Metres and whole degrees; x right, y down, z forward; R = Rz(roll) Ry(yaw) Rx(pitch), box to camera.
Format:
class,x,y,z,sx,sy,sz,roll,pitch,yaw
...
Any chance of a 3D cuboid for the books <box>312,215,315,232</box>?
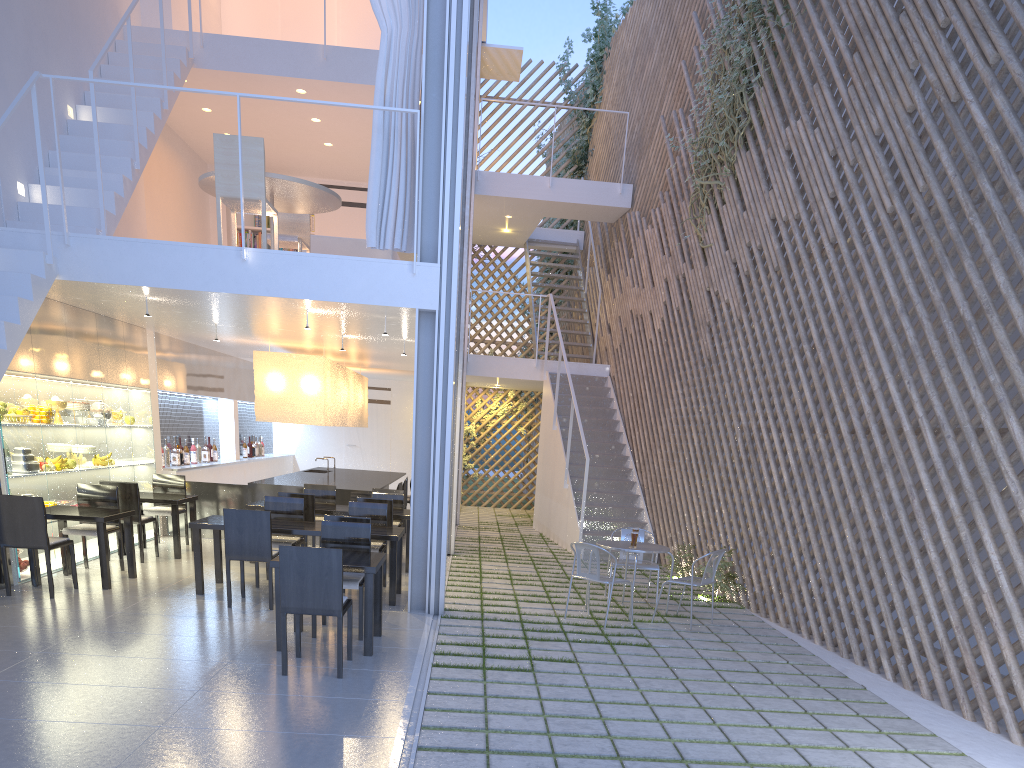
class,x,y,z,sx,sy,sz,roll,pitch,yaw
books,-1.903,-0.589,5.134,0.038,1.731,3.452,7,1,10

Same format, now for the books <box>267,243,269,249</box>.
class,x,y,z,sx,sy,sz,roll,pitch,yaw
books,-1.955,-1.114,6.588,0.006,0.138,0.066,3,13,-2

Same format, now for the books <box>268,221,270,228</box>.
class,x,y,z,sx,sy,sz,roll,pitch,yaw
books,-1.915,-1.278,6.550,0.040,0.108,0.058,3,12,-3

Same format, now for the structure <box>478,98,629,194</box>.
class,x,y,z,sx,sy,sz,roll,pitch,yaw
structure,0.317,-1.849,6.416,1.142,0.610,0.025,4,17,-3

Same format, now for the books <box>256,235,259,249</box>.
class,x,y,z,sx,sy,sz,roll,pitch,yaw
books,-2.022,-1.116,6.579,0.018,0.129,0.079,3,11,-2

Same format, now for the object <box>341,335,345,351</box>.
class,x,y,z,sx,sy,sz,roll,pitch,yaw
object,-0.927,-0.225,4.501,0.029,0.085,0.026,6,15,8

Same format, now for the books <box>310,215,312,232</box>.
class,x,y,z,sx,sy,sz,roll,pitch,yaw
books,-1.924,-0.580,5.136,0.036,1.760,3.453,7,1,10

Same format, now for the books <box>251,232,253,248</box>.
class,x,y,z,sx,sy,sz,roll,pitch,yaw
books,-2.063,-1.126,6.570,0.008,0.143,0.088,3,11,-2

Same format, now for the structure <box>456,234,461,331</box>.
class,x,y,z,sx,sy,sz,roll,pitch,yaw
structure,-0.296,-0.644,4.097,0.028,0.582,1.614,3,-1,-2

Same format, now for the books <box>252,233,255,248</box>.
class,x,y,z,sx,sy,sz,roll,pitch,yaw
books,-2.056,-1.122,6.571,0.007,0.137,0.088,3,11,-2

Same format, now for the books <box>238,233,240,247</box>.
class,x,y,z,sx,sy,sz,roll,pitch,yaw
books,-2.167,-1.127,6.568,0.006,0.129,0.083,3,11,-2

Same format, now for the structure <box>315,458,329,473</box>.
class,x,y,z,sx,sy,sz,roll,pitch,yaw
structure,-1.574,0.675,6.815,0.113,0.133,0.031,3,15,-3

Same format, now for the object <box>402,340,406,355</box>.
class,x,y,z,sx,sy,sz,roll,pitch,yaw
object,-0.592,-0.199,4.522,0.029,0.085,0.026,6,15,8

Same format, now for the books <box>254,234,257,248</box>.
class,x,y,z,sx,sy,sz,roll,pitch,yaw
books,-2.042,-1.121,6.583,0.021,0.140,0.064,3,13,-2

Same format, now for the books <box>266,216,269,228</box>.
class,x,y,z,sx,sy,sz,roll,pitch,yaw
books,-2.109,-0.591,5.128,0.030,1.760,3.384,5,1,4

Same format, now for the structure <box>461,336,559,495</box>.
class,x,y,z,sx,sy,sz,roll,pitch,yaw
structure,-0.068,0.354,8.829,1.147,2.137,0.264,3,16,-3

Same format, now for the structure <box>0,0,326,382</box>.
class,x,y,z,sx,sy,sz,roll,pitch,yaw
structure,-1.224,-0.765,3.103,1.734,3.528,3.425,3,7,-3

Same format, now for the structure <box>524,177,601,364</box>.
class,x,y,z,sx,sy,sz,roll,pitch,yaw
structure,0.450,-1.092,7.680,0.538,2.014,1.160,1,12,-8

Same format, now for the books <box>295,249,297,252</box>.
class,x,y,z,sx,sy,sz,roll,pitch,yaw
books,-1.726,-1.110,6.591,0.015,0.163,0.080,3,13,-2

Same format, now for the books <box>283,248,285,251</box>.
class,x,y,z,sx,sy,sz,roll,pitch,yaw
books,-1.825,-1.089,6.605,0.021,0.106,0.058,3,12,-2

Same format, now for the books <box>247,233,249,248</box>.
class,x,y,z,sx,sy,sz,roll,pitch,yaw
books,-2.096,-1.124,6.572,0.015,0.135,0.082,3,11,-2

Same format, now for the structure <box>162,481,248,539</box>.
class,x,y,z,sx,sy,sz,roll,pitch,yaw
structure,-1.989,0.820,5.336,0.557,0.397,0.011,4,17,-3

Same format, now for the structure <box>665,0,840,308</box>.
class,x,y,z,sx,sy,sz,roll,pitch,yaw
structure,1.393,-1.917,4.240,0.744,2.905,2.190,1,10,-11

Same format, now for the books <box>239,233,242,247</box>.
class,x,y,z,sx,sy,sz,roll,pitch,yaw
books,-2.153,-1.127,6.567,0.021,0.132,0.085,3,11,-2

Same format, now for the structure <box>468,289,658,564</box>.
class,x,y,z,sx,sy,sz,roll,pitch,yaw
structure,0.332,0.245,6.227,1.188,2.091,1.829,2,8,-9

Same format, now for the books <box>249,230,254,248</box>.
class,x,y,z,sx,sy,sz,roll,pitch,yaw
books,-2.080,-1.136,6.569,0.015,0.163,0.080,3,13,-2

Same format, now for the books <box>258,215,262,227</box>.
class,x,y,z,sx,sy,sz,roll,pitch,yaw
books,-2.109,-0.594,5.111,0.039,1.755,3.408,4,1,3

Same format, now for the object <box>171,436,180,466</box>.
class,x,y,z,sx,sy,sz,roll,pitch,yaw
object,-2.251,0.353,4.651,0.047,0.304,1.896,3,-3,-2

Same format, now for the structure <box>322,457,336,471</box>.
class,x,y,z,sx,sy,sz,roll,pitch,yaw
structure,-1.589,0.693,7.136,0.113,0.133,0.031,3,15,-3

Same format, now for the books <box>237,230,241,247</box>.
class,x,y,z,sx,sy,sz,roll,pitch,yaw
books,-2.177,-1.138,6.564,0.015,0.152,0.082,3,12,-2

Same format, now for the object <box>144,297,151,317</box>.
class,x,y,z,sx,sy,sz,roll,pitch,yaw
object,-1.560,-0.330,3.516,0.029,0.085,0.026,6,15,8

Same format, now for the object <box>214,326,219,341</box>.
class,x,y,z,sx,sy,sz,roll,pitch,yaw
object,-1.602,-0.276,4.459,0.029,0.085,0.026,6,15,8

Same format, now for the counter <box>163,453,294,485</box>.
class,x,y,z,sx,sy,sz,roll,pitch,yaw
counter,-2.368,0.872,7.097,0.233,0.455,3.455,3,-3,-2

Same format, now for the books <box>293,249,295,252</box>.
class,x,y,z,sx,sy,sz,roll,pitch,yaw
books,-1.742,-1.098,6.594,0.015,0.135,0.082,3,11,-2

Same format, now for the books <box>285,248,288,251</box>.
class,x,y,z,sx,sy,sz,roll,pitch,yaw
books,-1.804,-1.088,6.606,0.021,0.106,0.058,3,12,-2

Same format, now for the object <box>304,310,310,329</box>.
class,x,y,z,sx,sy,sz,roll,pitch,yaw
object,-0.885,-0.279,3.558,0.029,0.085,0.026,6,15,8

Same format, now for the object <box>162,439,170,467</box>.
class,x,y,z,sx,sy,sz,roll,pitch,yaw
object,-2.276,0.347,4.586,0.046,0.304,1.779,3,-3,-1

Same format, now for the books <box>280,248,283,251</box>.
class,x,y,z,sx,sy,sz,roll,pitch,yaw
books,-1.845,-1.107,6.595,0.021,0.140,0.064,3,13,-2

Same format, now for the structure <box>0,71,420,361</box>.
class,x,y,z,sx,sy,sz,roll,pitch,yaw
structure,-1.049,-0.176,2.599,1.368,1.913,1.338,3,10,-3

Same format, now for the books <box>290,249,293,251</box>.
class,x,y,z,sx,sy,sz,roll,pitch,yaw
books,-1.761,-1.098,6.591,0.021,0.132,0.085,3,11,-2

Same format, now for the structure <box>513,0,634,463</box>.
class,x,y,z,sx,sy,sz,roll,pitch,yaw
structure,0.533,-1.285,9.152,1.120,4.830,3.057,2,11,-5

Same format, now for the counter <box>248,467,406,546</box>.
class,x,y,z,sx,sy,sz,roll,pitch,yaw
counter,-1.358,0.934,6.563,0.816,0.394,2.393,4,-3,-2

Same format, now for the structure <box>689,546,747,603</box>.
class,x,y,z,sx,sy,sz,roll,pitch,yaw
structure,1.118,1.029,4.462,0.296,0.345,0.294,1,9,-18

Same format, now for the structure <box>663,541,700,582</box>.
class,x,y,z,sx,sy,sz,roll,pitch,yaw
structure,1.069,1.098,5.085,0.266,0.278,0.246,4,8,4

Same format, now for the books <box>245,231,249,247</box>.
class,x,y,z,sx,sy,sz,roll,pitch,yaw
books,-2.111,-1.133,6.573,0.015,0.152,0.072,3,13,-2

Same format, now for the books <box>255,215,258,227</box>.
class,x,y,z,sx,sy,sz,roll,pitch,yaw
books,-2.110,-0.609,5.132,0.027,1.721,3.351,4,1,2

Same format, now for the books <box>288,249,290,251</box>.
class,x,y,z,sx,sy,sz,roll,pitch,yaw
books,-1.783,-1.086,6.608,0.021,0.106,0.058,3,12,-2

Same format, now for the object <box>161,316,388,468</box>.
class,x,y,z,sx,sy,sz,roll,pitch,yaw
object,-1.466,0.122,4.472,1.677,0.871,1.745,4,1,-5

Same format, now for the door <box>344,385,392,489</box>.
class,x,y,z,sx,sy,sz,roll,pitch,yaw
door,-1.989,0.443,6.204,0.477,1.238,5.282,6,-2,10
